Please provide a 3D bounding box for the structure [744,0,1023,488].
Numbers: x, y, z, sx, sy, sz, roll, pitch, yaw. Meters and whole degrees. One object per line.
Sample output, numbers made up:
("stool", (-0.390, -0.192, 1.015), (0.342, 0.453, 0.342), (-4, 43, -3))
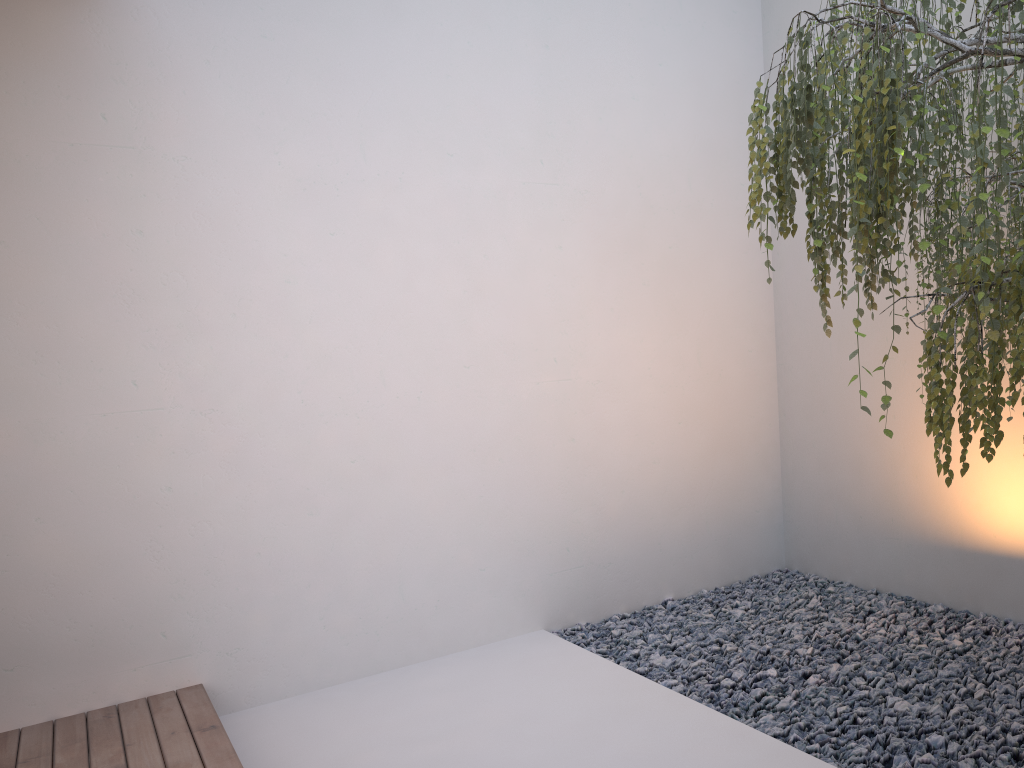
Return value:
("structure", (1.595, -0.910, 2.207), (2.015, 4.024, 2.085), (-8, 5, -35))
